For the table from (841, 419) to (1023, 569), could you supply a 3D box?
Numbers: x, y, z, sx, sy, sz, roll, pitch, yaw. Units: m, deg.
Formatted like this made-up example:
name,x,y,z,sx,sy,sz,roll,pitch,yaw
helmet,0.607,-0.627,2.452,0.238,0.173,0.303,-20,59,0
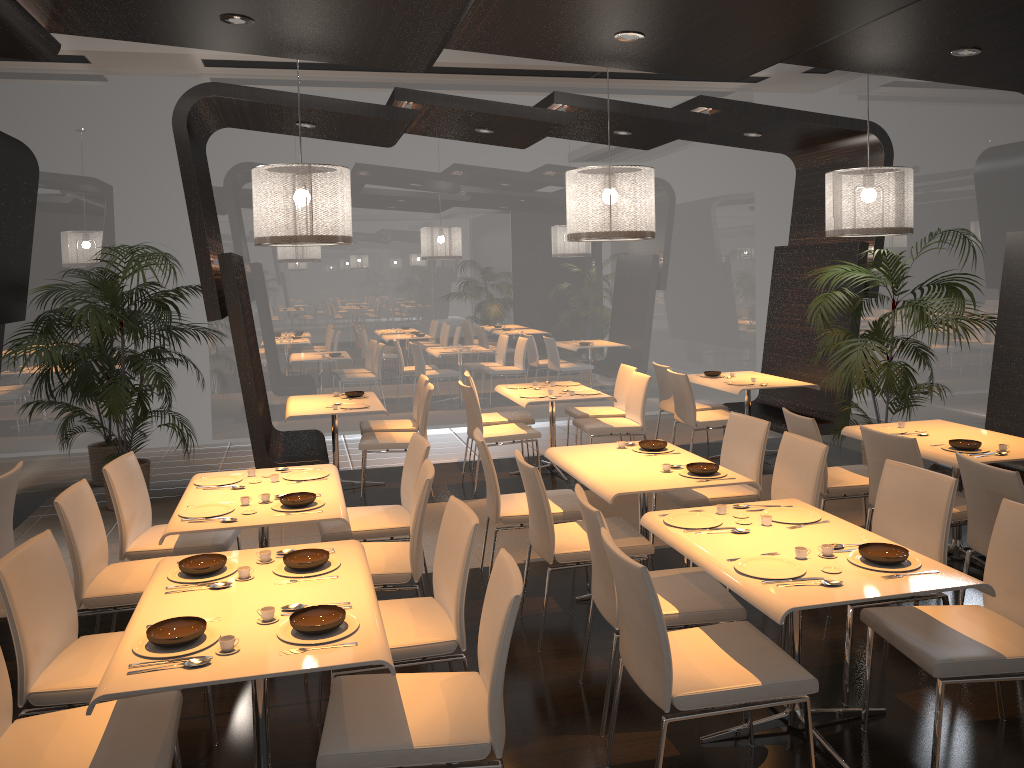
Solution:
name,x,y,z,sx,sy,sz,roll,pitch,yaw
table,2.668,0.684,5.300,0.801,0.722,1.154,-3,6,-13

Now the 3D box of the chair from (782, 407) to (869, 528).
name,x,y,z,sx,sy,sz,roll,pitch,yaw
chair,2.040,0.601,5.503,0.605,0.870,0.486,-2,4,-6

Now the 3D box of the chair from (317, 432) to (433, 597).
name,x,y,z,sx,sy,sz,roll,pitch,yaw
chair,-0.748,0.752,4.830,0.606,0.866,0.486,-3,4,-16

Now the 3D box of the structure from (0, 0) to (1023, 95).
name,x,y,z,sx,sy,sz,roll,pitch,yaw
structure,-1.066,-0.982,3.544,10.668,1.729,2.917,-3,6,-14

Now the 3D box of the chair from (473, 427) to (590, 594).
name,x,y,z,sx,sy,sz,roll,pitch,yaw
chair,0.094,0.704,5.046,0.605,0.866,0.486,-2,4,-6

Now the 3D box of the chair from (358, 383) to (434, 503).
name,x,y,z,sx,sy,sz,roll,pitch,yaw
chair,-0.923,0.458,7.168,0.605,0.866,0.486,-2,4,-6

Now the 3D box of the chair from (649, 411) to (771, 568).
name,x,y,z,sx,sy,sz,roll,pitch,yaw
chair,1.196,0.644,5.306,0.606,0.866,0.486,-3,4,-16

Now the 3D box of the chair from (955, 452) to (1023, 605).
name,x,y,z,sx,sy,sz,roll,pitch,yaw
chair,2.427,0.772,4.063,0.605,0.866,0.486,-2,4,-6

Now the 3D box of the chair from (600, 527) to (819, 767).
name,x,y,z,sx,sy,sz,roll,pitch,yaw
chair,0.636,0.954,2.994,0.605,0.870,0.486,-2,4,-11

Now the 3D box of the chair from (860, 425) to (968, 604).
name,x,y,z,sx,sy,sz,roll,pitch,yaw
chair,2.298,0.673,4.885,0.606,0.870,0.486,-3,4,-16

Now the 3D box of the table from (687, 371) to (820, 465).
name,x,y,z,sx,sy,sz,roll,pitch,yaw
table,2.209,0.316,8.278,0.801,0.722,1.154,-3,6,-13

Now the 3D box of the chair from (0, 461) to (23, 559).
name,x,y,z,sx,sy,sz,roll,pitch,yaw
chair,-2.732,0.867,4.305,0.605,0.866,0.486,-2,4,-11

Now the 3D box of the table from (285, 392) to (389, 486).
name,x,y,z,sx,sy,sz,roll,pitch,yaw
table,-1.478,0.517,7.402,0.801,0.722,1.154,-3,6,-13

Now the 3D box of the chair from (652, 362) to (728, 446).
name,x,y,z,sx,sy,sz,roll,pitch,yaw
chair,1.691,0.227,8.484,0.605,0.866,0.486,-2,4,-11

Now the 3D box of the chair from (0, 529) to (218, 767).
name,x,y,z,sx,sy,sz,roll,pitch,yaw
chair,-1.418,0.987,3.114,0.605,0.866,0.486,-2,4,-6

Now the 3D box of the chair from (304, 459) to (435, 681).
name,x,y,z,sx,sy,sz,roll,pitch,yaw
chair,-0.653,0.839,4.142,0.605,0.870,0.486,-2,4,-6

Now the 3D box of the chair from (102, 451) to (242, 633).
name,x,y,z,sx,sy,sz,roll,pitch,yaw
chair,-1.741,0.807,4.581,0.605,0.866,0.486,-2,4,-6

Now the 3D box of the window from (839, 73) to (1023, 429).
name,x,y,z,sx,sy,sz,roll,pitch,yaw
window,4.543,-1.242,7.114,0.070,3.959,6.617,-2,6,-13

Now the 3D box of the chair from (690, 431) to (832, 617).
name,x,y,z,sx,sy,sz,roll,pitch,yaw
chair,1.291,0.729,4.617,0.605,0.866,0.486,-2,4,-11

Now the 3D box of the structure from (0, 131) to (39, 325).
name,x,y,z,sx,sy,sz,roll,pitch,yaw
structure,-6.657,-1.159,6.033,5.937,1.721,1.408,-3,5,-14

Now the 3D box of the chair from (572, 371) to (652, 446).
name,x,y,z,sx,sy,sz,roll,pitch,yaw
chair,0.875,0.356,7.623,0.605,0.866,0.486,-2,4,-11

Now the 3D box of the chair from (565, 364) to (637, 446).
name,x,y,z,sx,sy,sz,roll,pitch,yaw
chair,0.846,0.277,8.269,0.605,0.870,0.486,-2,4,-11

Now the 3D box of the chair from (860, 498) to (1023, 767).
name,x,y,z,sx,sy,sz,roll,pitch,yaw
chair,1.654,0.908,3.167,0.605,0.870,0.486,-2,4,-6

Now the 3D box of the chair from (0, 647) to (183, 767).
name,x,y,z,sx,sy,sz,roll,pitch,yaw
chair,-1.282,1.058,2.530,0.606,0.866,0.486,-3,4,-16

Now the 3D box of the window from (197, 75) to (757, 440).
name,x,y,z,sx,sy,sz,roll,pitch,yaw
window,-0.113,-1.492,9.965,6.583,3.964,0.070,-3,3,-14

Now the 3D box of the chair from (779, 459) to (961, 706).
name,x,y,z,sx,sy,sz,roll,pitch,yaw
chair,1.559,0.822,3.856,0.606,0.870,0.486,-3,4,-16

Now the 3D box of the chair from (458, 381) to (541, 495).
name,x,y,z,sx,sy,sz,roll,pitch,yaw
chair,-0.116,0.415,7.367,0.606,0.870,0.486,-3,4,-16

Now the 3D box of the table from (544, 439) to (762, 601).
name,x,y,z,sx,sy,sz,roll,pitch,yaw
table,0.846,0.783,4.874,1.053,0.722,1.154,-3,6,-14

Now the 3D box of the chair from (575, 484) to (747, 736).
name,x,y,z,sx,sy,sz,roll,pitch,yaw
chair,0.579,0.876,3.616,0.605,0.870,0.486,-2,4,-6

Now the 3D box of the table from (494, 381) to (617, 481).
name,x,y,z,sx,sy,sz,roll,pitch,yaw
table,0.360,0.417,7.836,0.801,0.722,1.154,-3,6,-13

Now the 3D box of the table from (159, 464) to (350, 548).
name,x,y,z,sx,sy,sz,roll,pitch,yaw
table,-1.221,0.898,4.369,0.801,0.722,1.154,-3,6,-13

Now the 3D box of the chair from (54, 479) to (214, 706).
name,x,y,z,sx,sy,sz,roll,pitch,yaw
chair,-1.671,0.884,3.969,0.605,0.866,0.486,-2,4,-11

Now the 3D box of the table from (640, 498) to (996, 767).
name,x,y,z,sx,sy,sz,roll,pitch,yaw
table,1.086,0.966,3.394,0.801,0.722,1.154,-3,6,-13

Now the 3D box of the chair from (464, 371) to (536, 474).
name,x,y,z,sx,sy,sz,roll,pitch,yaw
chair,-0.121,0.323,8.068,0.605,0.866,0.486,-2,4,-6

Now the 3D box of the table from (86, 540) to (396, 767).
name,x,y,z,sx,sy,sz,roll,pitch,yaw
table,-0.832,1.072,2.929,0.801,0.722,1.154,-3,6,-13

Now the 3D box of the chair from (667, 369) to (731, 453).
name,x,y,z,sx,sy,sz,roll,pitch,yaw
chair,1.720,0.310,7.838,0.605,0.870,0.486,-2,4,-11

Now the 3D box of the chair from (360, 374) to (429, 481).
name,x,y,z,sx,sy,sz,roll,pitch,yaw
chair,-1.031,0.383,7.795,0.605,0.870,0.486,-2,4,-11

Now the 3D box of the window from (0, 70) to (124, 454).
name,x,y,z,sx,sy,sz,roll,pitch,yaw
window,-7.106,-1.107,8.268,6.583,3.964,0.070,-3,3,-14

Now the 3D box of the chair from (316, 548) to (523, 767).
name,x,y,z,sx,sy,sz,roll,pitch,yaw
chair,-0.264,1.011,2.702,0.605,0.866,0.486,-2,4,-6

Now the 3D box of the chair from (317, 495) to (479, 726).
name,x,y,z,sx,sy,sz,roll,pitch,yaw
chair,-0.434,0.932,3.372,0.606,0.870,0.486,-3,4,-16

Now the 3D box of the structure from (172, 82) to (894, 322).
name,x,y,z,sx,sy,sz,roll,pitch,yaw
structure,0.299,-1.543,7.720,5.937,1.721,1.408,-3,5,-14

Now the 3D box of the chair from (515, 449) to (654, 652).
name,x,y,z,sx,sy,sz,roll,pitch,yaw
chair,0.338,0.782,4.402,0.605,0.870,0.486,-2,4,-11
